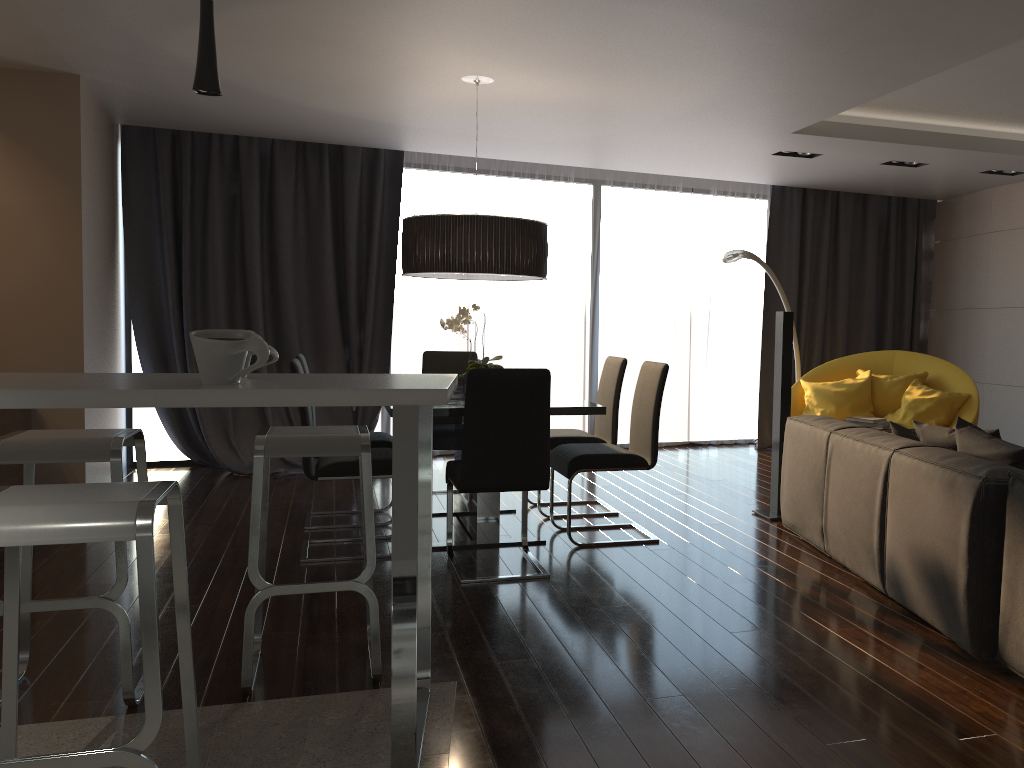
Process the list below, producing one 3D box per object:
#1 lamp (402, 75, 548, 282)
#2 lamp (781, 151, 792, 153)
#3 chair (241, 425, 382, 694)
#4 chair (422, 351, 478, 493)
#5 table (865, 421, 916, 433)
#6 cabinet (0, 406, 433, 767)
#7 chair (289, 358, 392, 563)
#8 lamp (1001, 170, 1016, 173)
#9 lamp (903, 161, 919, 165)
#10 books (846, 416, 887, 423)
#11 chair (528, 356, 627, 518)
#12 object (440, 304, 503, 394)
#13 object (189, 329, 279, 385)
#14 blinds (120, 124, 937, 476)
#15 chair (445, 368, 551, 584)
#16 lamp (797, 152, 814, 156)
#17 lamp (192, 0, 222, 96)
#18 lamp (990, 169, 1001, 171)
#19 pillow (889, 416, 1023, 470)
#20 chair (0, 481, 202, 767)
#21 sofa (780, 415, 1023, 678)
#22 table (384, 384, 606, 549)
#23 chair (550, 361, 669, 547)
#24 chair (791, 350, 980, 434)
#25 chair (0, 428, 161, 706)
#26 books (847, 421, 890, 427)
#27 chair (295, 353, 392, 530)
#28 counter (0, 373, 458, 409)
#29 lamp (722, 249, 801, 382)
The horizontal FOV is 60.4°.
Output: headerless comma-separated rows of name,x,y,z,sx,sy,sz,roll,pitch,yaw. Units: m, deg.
lamp,-0.197,-1.140,4.882,0.793,1.102,0.816,2,4,10
lamp,2.099,-1.804,6.718,0.183,0.077,0.170,0,4,-19
chair,-0.654,0.550,2.911,0.433,0.799,0.418,0,3,-14
chair,-0.377,0.275,5.799,0.440,0.964,0.556,0,4,-14
table,2.237,0.542,5.621,0.619,0.562,0.438,0,4,-15
cabinet,-0.518,-0.242,2.073,4.576,2.499,6.731,0,4,-13
chair,-0.812,0.359,4.436,0.589,0.964,0.415,0,3,-15
lamp,4.183,-1.805,7.354,0.178,0.077,0.176,1,4,-2
lamp,3.229,-1.804,7.063,0.178,0.077,0.176,1,4,-2
books,2.261,0.226,5.622,0.163,0.022,0.194,-2,5,-38
chair,0.393,0.310,5.512,0.589,0.964,0.415,0,3,-15
object,-0.246,-0.187,4.841,0.321,0.501,0.556,0,4,-17
object,-0.704,-0.073,2.247,0.193,0.133,0.426,0,4,-12
blinds,0.750,-0.803,7.899,7.802,2.892,0.718,-1,4,-24
chair,-0.067,0.393,4.174,0.440,0.964,0.556,0,4,-14
lamp,2.277,-1.804,6.773,0.178,0.077,0.176,1,4,-2
lamp,-0.666,-1.062,1.917,0.059,0.845,0.056,0,3,-14
lamp,4.005,-1.805,7.299,0.176,0.077,0.178,1,4,5
pillow,2.497,0.361,3.576,1.994,0.430,1.112,4,5,37
chair,-0.894,0.621,1.807,0.433,0.799,0.418,0,3,-14
sofa,2.940,0.586,4.120,2.768,0.703,2.459,1,4,-5
table,-0.207,0.437,4.987,1.070,0.759,1.558,0,4,-13
chair,0.530,0.359,4.845,0.589,0.964,0.415,0,3,-15
chair,2.876,0.243,6.934,1.437,1.005,1.198,4,5,42
chair,-1.350,0.550,2.699,0.433,0.799,0.418,0,3,-14
books,2.272,0.250,5.615,0.220,0.023,0.171,4,5,35
chair,-0.949,0.311,5.102,0.589,0.964,0.415,0,3,-15
counter,-1.105,0.129,0.451,2.770,0.041,3.919,0,4,-13
lamp,3.298,-0.227,8.271,4.464,1.778,0.551,-2,4,-36
